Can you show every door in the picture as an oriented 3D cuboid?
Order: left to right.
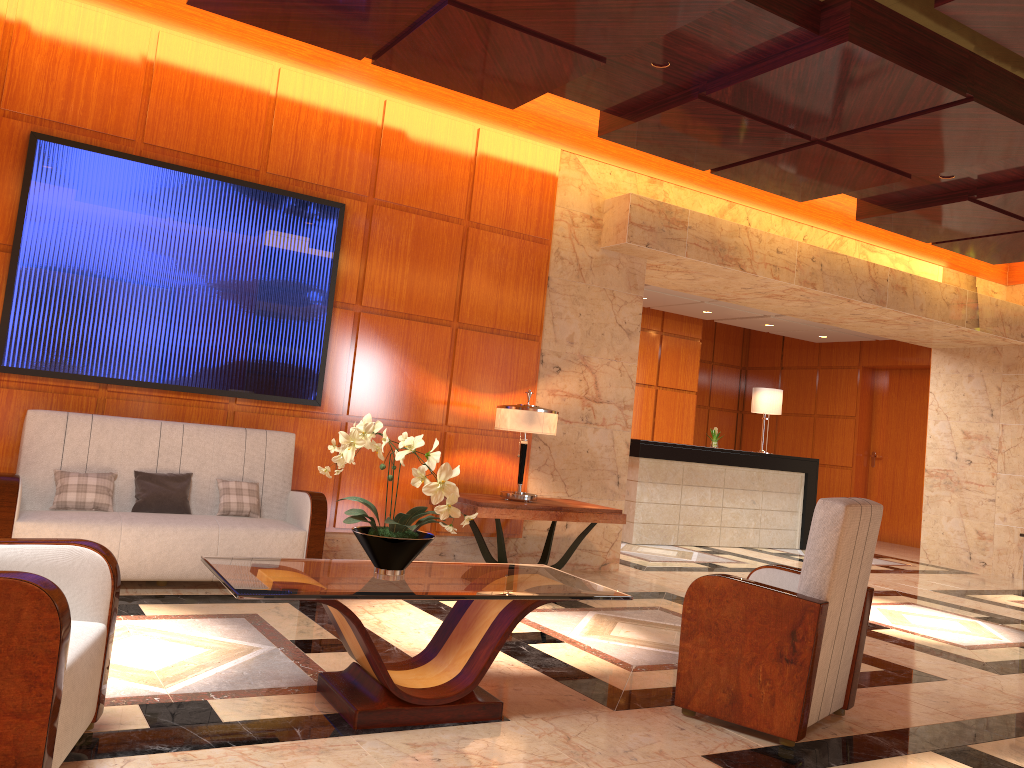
[{"bbox_3d":[5.884,1.077,13.462,0.339,2.706,1.285,9,-6,-31],"label":"door"}]

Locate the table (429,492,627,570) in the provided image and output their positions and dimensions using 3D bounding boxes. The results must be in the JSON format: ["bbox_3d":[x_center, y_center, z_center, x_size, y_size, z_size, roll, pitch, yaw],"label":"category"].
[{"bbox_3d":[0.094,1.159,6.493,1.267,0.609,0.725,8,-4,-31],"label":"table"}]

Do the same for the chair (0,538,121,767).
[{"bbox_3d":[-1.512,0.593,2.540,0.628,0.964,0.736,7,-5,-12],"label":"chair"}]

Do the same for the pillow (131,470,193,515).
[{"bbox_3d":[-2.104,0.656,5.334,0.356,0.254,0.160,9,-5,-34],"label":"pillow"}]

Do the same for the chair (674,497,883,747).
[{"bbox_3d":[1.174,0.939,3.810,0.629,0.964,0.735,2,-6,38],"label":"chair"}]

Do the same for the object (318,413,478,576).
[{"bbox_3d":[-0.460,0.438,3.514,0.789,0.619,0.416,3,-5,36],"label":"object"}]

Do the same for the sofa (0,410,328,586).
[{"bbox_3d":[-2.055,0.697,5.281,1.794,0.936,0.612,8,-5,-30],"label":"sofa"}]

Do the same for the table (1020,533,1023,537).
[{"bbox_3d":[4.702,1.541,6.058,1.596,0.747,1.599,8,-4,-31],"label":"table"}]

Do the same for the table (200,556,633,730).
[{"bbox_3d":[-0.387,1.006,3.474,1.556,0.498,0.722,8,-4,-28],"label":"table"}]

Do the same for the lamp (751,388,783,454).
[{"bbox_3d":[3.235,0.474,11.311,0.372,0.823,0.371,6,-5,-6],"label":"lamp"}]

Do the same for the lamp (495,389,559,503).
[{"bbox_3d":[0.088,0.441,6.431,0.458,0.813,0.458,8,-5,-22],"label":"lamp"}]

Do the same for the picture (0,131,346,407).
[{"bbox_3d":[-2.122,-0.679,5.770,1.991,1.457,0.056,8,-6,-31],"label":"picture"}]

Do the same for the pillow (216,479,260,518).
[{"bbox_3d":[-1.707,0.722,5.531,0.272,0.230,0.202,8,-5,-28],"label":"pillow"}]

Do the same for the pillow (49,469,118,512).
[{"bbox_3d":[-2.459,0.615,5.087,0.343,0.228,0.195,8,-5,-26],"label":"pillow"}]

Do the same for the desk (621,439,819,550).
[{"bbox_3d":[2.355,1.347,10.834,2.918,1.145,0.941,8,-5,-31],"label":"desk"}]
